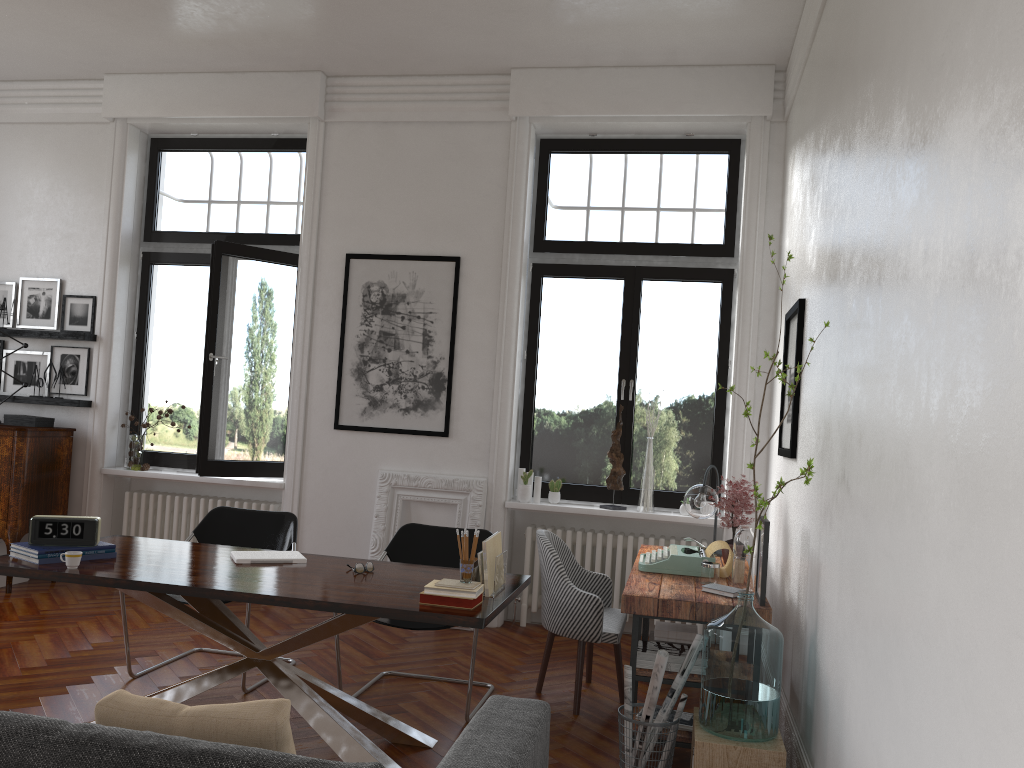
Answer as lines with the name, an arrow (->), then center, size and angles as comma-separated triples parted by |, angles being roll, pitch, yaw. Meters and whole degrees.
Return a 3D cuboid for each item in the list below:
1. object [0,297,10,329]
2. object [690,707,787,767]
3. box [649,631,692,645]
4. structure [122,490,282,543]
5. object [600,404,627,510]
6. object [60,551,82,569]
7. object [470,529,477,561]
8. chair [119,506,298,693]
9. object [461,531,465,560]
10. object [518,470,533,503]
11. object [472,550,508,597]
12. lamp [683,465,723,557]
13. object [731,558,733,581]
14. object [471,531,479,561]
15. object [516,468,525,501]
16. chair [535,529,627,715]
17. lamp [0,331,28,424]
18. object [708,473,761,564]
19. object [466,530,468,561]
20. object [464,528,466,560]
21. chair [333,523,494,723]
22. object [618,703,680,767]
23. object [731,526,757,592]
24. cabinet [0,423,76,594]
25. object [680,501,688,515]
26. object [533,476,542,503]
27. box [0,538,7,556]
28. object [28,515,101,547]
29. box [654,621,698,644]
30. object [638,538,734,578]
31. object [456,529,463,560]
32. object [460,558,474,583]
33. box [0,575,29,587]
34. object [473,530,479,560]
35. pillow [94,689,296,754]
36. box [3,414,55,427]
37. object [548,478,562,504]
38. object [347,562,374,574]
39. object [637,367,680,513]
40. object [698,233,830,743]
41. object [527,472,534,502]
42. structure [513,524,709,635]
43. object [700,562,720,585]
object -> -4.107, -0.567, 7.132 | 0.174, 0.260, 0.040 | 3, -1, 11
object -> 0.906, 1.558, 3.604 | 0.341, 0.316, 0.435 | 3, -2, 11
box -> 0.999, 1.598, 5.423 | 0.317, 0.082, 0.296 | 3, -2, 11
structure -> -2.474, 1.287, 7.066 | 1.453, 0.778, 0.225 | 3, -1, 11
object -> 0.744, 0.521, 6.332 | 0.143, 0.753, 0.165 | 5, -1, -37
object -> -1.846, 0.738, 3.721 | 0.082, 0.065, 0.064 | 3, -2, 32
object -> -0.160, 0.680, 3.563 | 0.032, 0.195, 0.008 | 5, -1, -35
chair -> -1.606, 1.152, 4.873 | 0.752, 0.872, 0.746 | 3, -2, 11
object -> -0.191, 0.678, 3.518 | 0.008, 0.193, 0.049 | 3, -1, 35
object -> 0.096, 0.733, 6.401 | 0.102, 0.244, 0.098 | 4, -1, -11
object -> -0.120, 0.801, 3.796 | 0.149, 0.166, 0.228 | 3, -2, 11
lamp -> 1.189, 0.765, 5.371 | 0.207, 0.549, 0.442 | 3, -2, 35
object -> 1.144, 0.945, 4.489 | 0.058, 0.113, 0.075 | 3, -2, 11
object -> -0.155, 0.680, 3.528 | 0.044, 0.194, 0.008 | 3, -2, 41
object -> 0.066, 0.738, 6.515 | 0.051, 0.238, 0.051 | 5, -2, -44
chair -> 0.376, 1.272, 4.856 | 0.547, 0.899, 0.717 | 4, -2, 4
lamp -> -4.046, -0.088, 6.914 | 0.491, 0.802, 0.174 | 4, -1, -24
object -> 1.274, 0.768, 5.095 | 0.308, 0.528, 0.290 | 5, -2, -34
object -> -0.177, 0.677, 3.516 | 0.008, 0.195, 0.037 | 3, -1, 24
object -> -0.188, 0.680, 3.570 | 0.008, 0.193, 0.049 | 4, -1, -19
chair -> -0.454, 1.217, 4.645 | 0.752, 0.872, 0.746 | 3, -2, 11
object -> 0.572, 1.551, 3.767 | 0.261, 0.304, 0.261 | 4, -2, -24
object -> 1.117, 0.838, 4.263 | 0.112, 0.302, 0.111 | 5, -2, -42
cabinet -> -4.140, 0.906, 6.780 | 1.265, 1.217, 0.641 | 3, -1, 11
object -> 1.214, 0.852, 6.221 | 0.072, 0.134, 0.072 | 3, -2, 37
object -> 0.185, 0.768, 6.447 | 0.051, 0.188, 0.051 | 5, -2, -44
box -> -4.025, 1.263, 6.763 | 0.209, 0.177, 0.394 | 3, -2, 21
object -> -1.972, 0.649, 3.912 | 0.275, 0.125, 0.082 | 4, -2, -15
box -> 1.005, 1.522, 5.428 | 0.256, 0.066, 0.238 | 3, -2, 12
object -> 0.938, 0.922, 4.812 | 0.484, 0.149, 0.535 | 3, -2, 10
object -> -0.205, 0.679, 3.549 | 0.049, 0.193, 0.008 | 3, -1, 15
object -> -0.182, 0.746, 3.542 | 0.058, 0.091, 0.058 | 4, -1, -2
box -> -3.908, 1.445, 6.735 | 0.244, 0.177, 0.394 | 3, -2, 11
object -> -0.151, 0.680, 3.538 | 0.038, 0.195, 0.008 | 3, -1, 37
pillow -> -0.715, 0.933, 2.077 | 0.486, 0.460, 0.225 | 3, -1, 11
box -> -3.731, 0.288, 6.853 | 0.282, 0.086, 0.209 | 3, -2, 11
object -> 0.316, 0.779, 6.470 | 0.097, 0.185, 0.099 | 3, -2, 34
object -> -0.688, 0.838, 4.075 | 0.114, 0.047, 0.133 | 5, -2, -26
object -> 1.021, 0.385, 6.256 | 0.295, 1.053, 0.290 | 3, -1, 14
object -> 1.021, 0.372, 3.446 | 0.354, 2.057, 0.808 | 4, -1, -8
object -> 0.126, 0.753, 6.483 | 0.051, 0.213, 0.051 | 5, -2, -44
structure -> 0.731, 1.467, 6.433 | 1.453, 0.778, 0.225 | 3, -1, 11
object -> 0.977, 0.934, 4.375 | 0.093, 0.101, 0.093 | 4, -2, 3
